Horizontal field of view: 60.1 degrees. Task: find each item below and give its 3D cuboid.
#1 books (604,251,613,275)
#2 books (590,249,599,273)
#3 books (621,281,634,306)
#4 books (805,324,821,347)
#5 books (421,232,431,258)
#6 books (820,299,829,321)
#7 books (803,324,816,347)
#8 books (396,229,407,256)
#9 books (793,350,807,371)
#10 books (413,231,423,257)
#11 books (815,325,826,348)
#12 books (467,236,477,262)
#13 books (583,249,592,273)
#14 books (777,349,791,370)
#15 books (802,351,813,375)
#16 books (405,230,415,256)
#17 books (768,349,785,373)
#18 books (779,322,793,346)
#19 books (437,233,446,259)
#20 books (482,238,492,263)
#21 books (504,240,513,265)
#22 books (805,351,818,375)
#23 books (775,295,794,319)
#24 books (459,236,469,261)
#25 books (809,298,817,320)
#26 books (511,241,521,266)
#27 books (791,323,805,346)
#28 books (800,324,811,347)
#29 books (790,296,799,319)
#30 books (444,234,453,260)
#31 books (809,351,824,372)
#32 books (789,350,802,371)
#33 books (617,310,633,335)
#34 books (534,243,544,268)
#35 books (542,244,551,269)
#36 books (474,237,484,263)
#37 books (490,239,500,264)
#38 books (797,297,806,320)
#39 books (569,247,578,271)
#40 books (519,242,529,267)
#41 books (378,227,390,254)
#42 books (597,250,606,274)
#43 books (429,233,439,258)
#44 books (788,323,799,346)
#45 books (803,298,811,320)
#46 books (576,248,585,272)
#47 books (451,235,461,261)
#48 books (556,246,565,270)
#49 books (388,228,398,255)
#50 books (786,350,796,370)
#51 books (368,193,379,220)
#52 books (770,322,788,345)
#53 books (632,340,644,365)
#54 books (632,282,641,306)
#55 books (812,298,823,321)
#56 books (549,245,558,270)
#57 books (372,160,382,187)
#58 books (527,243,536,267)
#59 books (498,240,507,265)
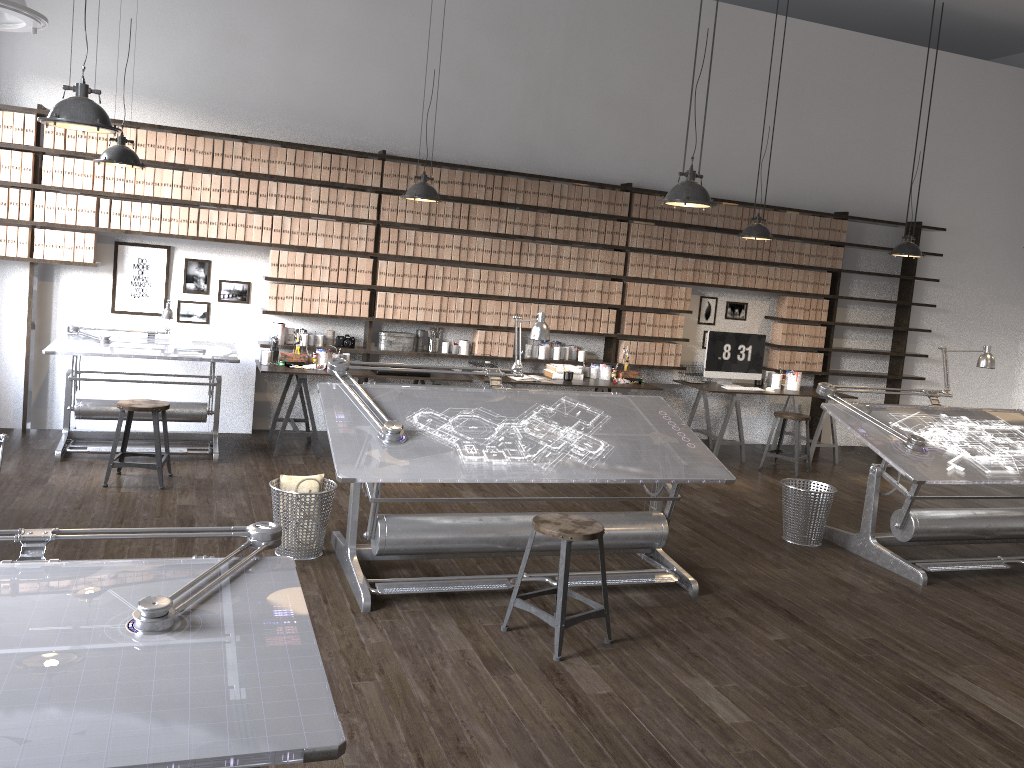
[{"bbox_3d":[0.864,-1.132,8.264,0.067,0.225,0.175,3,6,-20],"label":"books"},{"bbox_3d":[0.733,-1.138,8.220,0.066,0.224,0.175,4,6,-20],"label":"books"},{"bbox_3d":[1.080,-0.855,8.382,0.066,0.224,0.175,3,6,-20],"label":"books"},{"bbox_3d":[3.095,-0.494,9.148,0.066,0.224,0.175,4,6,-20],"label":"books"},{"bbox_3d":[-0.763,-1.204,7.675,0.066,0.224,0.175,4,6,-20],"label":"books"},{"bbox_3d":[3.180,-0.763,9.148,0.066,0.224,0.175,4,6,-20],"label":"books"},{"bbox_3d":[3.037,-0.495,9.123,0.067,0.225,0.175,3,6,-20],"label":"books"},{"bbox_3d":[-0.963,-1.212,7.603,0.066,0.224,0.175,3,6,-20],"label":"books"},{"bbox_3d":[2.946,-0.225,9.123,0.067,0.225,0.175,3,6,-20],"label":"books"},{"bbox_3d":[-0.829,-1.207,7.651,0.066,0.224,0.175,4,6,-20],"label":"books"},{"bbox_3d":[3.160,-0.491,9.174,0.066,0.224,0.175,4,6,-20],"label":"books"},{"bbox_3d":[-0.379,-1.187,7.817,0.066,0.224,0.175,4,6,-20],"label":"books"},{"bbox_3d":[0.666,-1.142,8.199,0.066,0.224,0.175,3,6,-20],"label":"books"},{"bbox_3d":[2.763,-0.232,9.055,0.067,0.225,0.175,3,6,-20],"label":"books"},{"bbox_3d":[3.011,-0.222,9.151,0.066,0.224,0.175,4,6,-20],"label":"books"},{"bbox_3d":[-0.894,-1.209,7.623,0.066,0.224,0.175,3,6,-20],"label":"books"},{"bbox_3d":[2.697,-0.236,9.037,0.066,0.224,0.175,4,6,-20],"label":"books"},{"bbox_3d":[2.774,-0.508,9.032,0.066,0.224,0.175,3,6,-20],"label":"books"},{"bbox_3d":[-0.637,-1.198,7.720,0.066,0.224,0.175,4,6,-20],"label":"books"},{"bbox_3d":[-0.243,-1.180,7.859,0.066,0.224,0.175,3,6,-20],"label":"books"},{"bbox_3d":[-0.057,-1.173,7.934,0.066,0.224,0.175,4,6,-20],"label":"books"},{"bbox_3d":[3.075,-0.220,9.176,0.066,0.224,0.175,4,6,-20],"label":"books"},{"bbox_3d":[2.769,-0.781,8.999,0.066,0.224,0.175,4,6,-20],"label":"books"},{"bbox_3d":[-0.444,-1.190,7.791,0.066,0.224,0.175,4,6,-20],"label":"books"},{"bbox_3d":[3.040,-0.768,9.093,0.067,0.225,0.175,4,6,-20],"label":"books"},{"bbox_3d":[0.014,-1.169,7.954,0.067,0.225,0.175,3,6,-20],"label":"books"},{"bbox_3d":[2.906,-0.502,9.078,0.066,0.224,0.175,4,6,-20],"label":"books"},{"bbox_3d":[2.975,-0.498,9.100,0.066,0.224,0.175,4,6,-20],"label":"books"},{"bbox_3d":[2.835,-0.778,9.024,0.066,0.224,0.175,4,6,-20],"label":"books"},{"bbox_3d":[-0.577,-1.195,7.740,0.066,0.224,0.175,4,6,-20],"label":"books"},{"bbox_3d":[3.139,-0.216,9.192,0.067,0.225,0.175,4,6,-20],"label":"books"},{"bbox_3d":[2.883,-0.228,9.102,0.066,0.224,0.175,4,6,-20],"label":"books"},{"bbox_3d":[1.071,-0.582,8.410,0.066,0.224,0.175,3,6,-20],"label":"books"},{"bbox_3d":[0.216,-1.161,8.034,0.066,0.224,0.175,3,6,-20],"label":"books"},{"bbox_3d":[0.282,-1.158,8.058,0.066,0.224,0.175,3,6,-20],"label":"books"},{"bbox_3d":[-0.313,-1.184,7.837,0.066,0.224,0.175,3,6,-20],"label":"books"},{"bbox_3d":[-0.176,-1.177,7.884,0.067,0.225,0.175,4,6,-20],"label":"books"},{"bbox_3d":[2.903,-0.774,9.044,0.066,0.224,0.175,3,6,-20],"label":"books"},{"bbox_3d":[0.536,-1.146,8.146,0.067,0.225,0.175,4,6,-20],"label":"books"},{"bbox_3d":[0.082,-1.167,7.985,0.066,0.224,0.175,4,6,-20],"label":"books"},{"bbox_3d":[-1.102,-1.218,7.552,0.066,0.224,0.175,3,6,-20],"label":"books"},{"bbox_3d":[0.802,-1.135,8.241,0.066,0.224,0.175,4,6,-20],"label":"books"},{"bbox_3d":[-0.698,-1.200,7.693,0.067,0.225,0.175,3,6,-20],"label":"books"},{"bbox_3d":[2.839,-0.505,9.058,0.066,0.224,0.175,3,6,-20],"label":"books"},{"bbox_3d":[2.968,-0.772,9.073,0.066,0.224,0.175,3,6,-20],"label":"books"},{"bbox_3d":[0.601,-1.144,8.174,0.066,0.224,0.175,3,6,-20],"label":"books"},{"bbox_3d":[-0.509,-1.192,7.763,0.067,0.225,0.175,3,6,-20],"label":"books"},{"bbox_3d":[0.408,-1.152,8.103,0.066,0.224,0.175,3,6,-20],"label":"books"},{"bbox_3d":[-1.031,-1.215,7.572,0.067,0.225,0.175,4,6,-20],"label":"books"},{"bbox_3d":[2.824,-0.230,9.082,0.066,0.224,0.175,4,6,-20],"label":"books"},{"bbox_3d":[-1.184,-1.494,7.484,0.067,0.225,0.175,3,6,-20],"label":"books"},{"bbox_3d":[2.710,-0.510,9.004,0.067,0.225,0.175,4,6,-20],"label":"books"},{"bbox_3d":[1.185,-0.301,8.476,0.067,0.225,0.175,4,6,-20],"label":"books"},{"bbox_3d":[1.146,-0.851,8.404,0.066,0.224,0.175,3,6,-20],"label":"books"},{"bbox_3d":[3.108,-0.766,9.124,0.066,0.224,0.175,3,6,-20],"label":"books"},{"bbox_3d":[0.347,-1.154,8.075,0.067,0.225,0.175,4,6,-20],"label":"books"},{"bbox_3d":[-1.151,-1.768,7.463,0.066,0.224,0.175,4,6,-20],"label":"books"},{"bbox_3d":[0.151,-1.163,8.005,0.066,0.224,0.175,4,6,-20],"label":"books"},{"bbox_3d":[-0.118,-1.175,7.909,0.066,0.224,0.175,3,6,-20],"label":"books"}]
